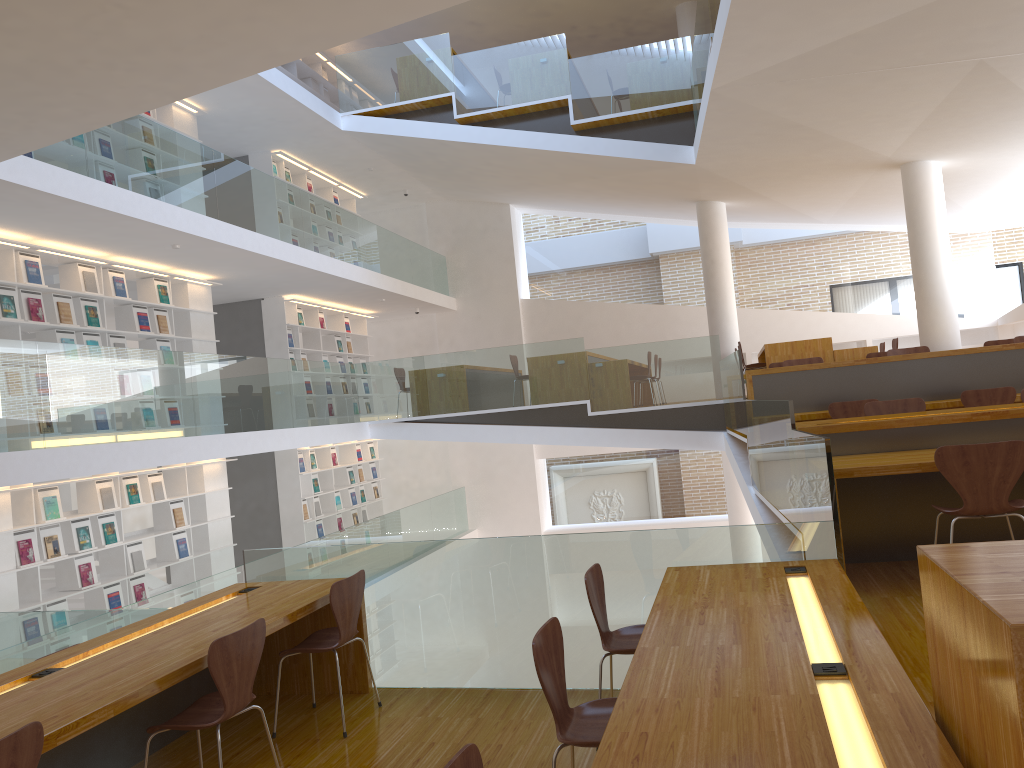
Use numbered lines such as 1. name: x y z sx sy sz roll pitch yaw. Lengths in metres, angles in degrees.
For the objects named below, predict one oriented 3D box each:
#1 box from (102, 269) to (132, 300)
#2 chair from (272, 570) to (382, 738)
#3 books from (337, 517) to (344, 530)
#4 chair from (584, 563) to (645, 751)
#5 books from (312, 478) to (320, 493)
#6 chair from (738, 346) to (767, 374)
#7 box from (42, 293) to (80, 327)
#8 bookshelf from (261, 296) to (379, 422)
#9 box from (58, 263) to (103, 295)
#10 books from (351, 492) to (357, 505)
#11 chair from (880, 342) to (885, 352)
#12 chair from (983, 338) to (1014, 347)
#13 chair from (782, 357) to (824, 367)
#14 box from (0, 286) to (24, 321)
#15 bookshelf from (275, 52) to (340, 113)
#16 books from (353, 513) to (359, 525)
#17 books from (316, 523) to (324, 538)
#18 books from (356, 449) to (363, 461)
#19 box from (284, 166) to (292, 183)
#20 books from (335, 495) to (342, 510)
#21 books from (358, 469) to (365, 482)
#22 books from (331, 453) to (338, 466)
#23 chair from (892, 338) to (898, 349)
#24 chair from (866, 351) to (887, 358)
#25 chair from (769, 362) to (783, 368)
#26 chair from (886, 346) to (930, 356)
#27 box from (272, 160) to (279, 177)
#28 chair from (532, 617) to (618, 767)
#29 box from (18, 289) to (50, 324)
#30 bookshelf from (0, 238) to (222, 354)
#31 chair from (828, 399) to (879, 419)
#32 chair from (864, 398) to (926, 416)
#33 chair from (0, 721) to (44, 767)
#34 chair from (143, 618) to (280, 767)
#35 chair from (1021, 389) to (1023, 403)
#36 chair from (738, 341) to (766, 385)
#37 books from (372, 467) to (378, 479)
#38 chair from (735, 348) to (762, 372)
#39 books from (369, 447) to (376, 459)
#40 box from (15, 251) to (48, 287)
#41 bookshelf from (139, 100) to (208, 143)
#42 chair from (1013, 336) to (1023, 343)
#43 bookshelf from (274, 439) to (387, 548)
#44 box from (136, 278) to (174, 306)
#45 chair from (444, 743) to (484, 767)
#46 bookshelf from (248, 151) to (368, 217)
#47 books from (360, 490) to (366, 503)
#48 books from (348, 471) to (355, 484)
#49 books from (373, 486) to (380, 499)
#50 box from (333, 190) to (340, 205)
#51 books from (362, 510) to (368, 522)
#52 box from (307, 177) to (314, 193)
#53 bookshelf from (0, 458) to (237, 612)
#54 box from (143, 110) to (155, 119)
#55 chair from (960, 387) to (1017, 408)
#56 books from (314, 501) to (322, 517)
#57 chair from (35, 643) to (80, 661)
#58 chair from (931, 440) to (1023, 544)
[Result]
1. box: -4.030 -0.986 8.906 0.274 0.296 0.245 -6 -2 14
2. chair: -0.915 1.282 4.287 0.381 0.693 0.428 -6 -2 14
3. books: -2.570 2.110 13.278 0.037 0.210 0.145 -6 -2 14
4. chair: 0.540 1.124 3.754 0.381 0.693 0.428 -6 -2 14
5. books: -2.794 1.453 12.647 0.037 0.210 0.145 -6 -2 14
6. chair: 3.261 -0.187 11.908 0.381 0.693 0.428 -6 -2 14
7. box: -4.186 -0.664 8.149 0.274 0.296 0.245 -6 -2 14
8. bookshelf: -2.775 -0.281 13.599 0.498 1.836 2.984 -6 -2 14
9. box: -4.132 -0.988 8.501 0.274 0.296 0.245 -6 -2 14
10. books: -2.462 1.794 13.829 0.037 0.210 0.145 -6 -2 14
11. chair: 4.819 -0.194 11.881 0.381 0.693 0.428 -6 -2 14
12. chair: 5.002 -0.102 9.027 0.428 0.693 0.381 -6 -2 14
13. chair: 2.867 0.091 8.609 0.428 0.693 0.381 -6 -2 14
14. box: -4.347 -0.670 7.507 0.274 0.296 0.245 -6 -2 14
15. bookshelf: -3.164 -4.322 13.728 0.498 1.836 2.984 -6 -2 14
16. books: -2.430 2.117 13.823 0.037 0.210 0.145 -6 -2 14
17. books: -2.729 2.101 12.635 0.037 0.210 0.145 -6 -2 14
18. books: -2.442 1.149 14.191 0.037 0.210 0.145 -6 -2 14
19. box: -3.327 -2.985 12.804 0.274 0.296 0.245 -6 -2 14
20. books: -2.602 1.783 13.289 0.037 0.210 0.145 -6 -2 14
21. books: -2.412 1.462 14.181 0.037 0.210 0.145 -6 -2 14
22. books: -2.663 1.142 13.309 0.037 0.210 0.145 -6 -2 14
23. chair: 4.583 -0.201 10.939 0.381 0.693 0.428 -6 -2 14
24. chair: 3.913 0.011 9.261 0.428 0.693 0.381 -6 -2 14
25. chair: 2.976 0.108 9.495 0.428 0.693 0.381 -6 -2 14
26. chair: 3.804 -0.007 8.374 0.428 0.693 0.381 -6 -2 14
27. box: -3.424 -2.988 12.419 0.274 0.296 0.245 -6 -2 14
28. chair: 0.303 1.117 2.811 0.381 0.693 0.428 -6 -2 14
29. box: -4.285 -0.665 7.805 0.274 0.296 0.245 -6 -2 14
30. bookshelf: -4.012 -0.318 8.689 0.498 1.836 3.666 -6 -2 14
31. chair: 2.782 0.477 7.182 0.428 0.693 0.381 -6 -2 14
32. chair: 2.584 0.450 5.849 0.428 0.693 0.381 -6 -2 14
33. chair: -1.461 1.270 2.269 0.381 0.693 0.428 -6 -2 14
34. chair: -1.152 1.274 3.345 0.381 0.693 0.428 -6 -2 14
35. chair: 3.521 0.352 5.614 0.428 0.693 0.381 -6 -2 14
36. chair: 3.025 -0.195 10.966 0.381 0.693 0.428 -6 -2 14
37. books: -2.276 1.482 14.700 0.037 0.210 0.145 -6 -2 14
38. chair: 3.389 -0.178 12.580 0.381 0.693 0.428 -6 -2 14
39. books: -2.312 1.148 14.712 0.037 0.210 0.145 -6 -2 14
40. box: -4.305 -0.994 7.812 0.274 0.296 0.245 -6 -2 14
41. bookshelf: -4.208 -2.355 8.754 0.498 1.836 3.666 -6 -2 14
42. chair: 4.863 -0.119 8.070 0.428 0.693 0.381 -6 -2 14
43. bookshelf: -2.577 1.769 13.533 0.498 1.836 2.984 -6 -2 14
44. box: -3.857 -0.980 9.596 0.274 0.296 0.245 -6 -2 14
45. chair: 0.067 1.105 1.717 0.381 0.693 0.428 -6 -2 14
46. bookshelf: -2.971 -2.317 13.664 0.498 1.836 2.984 -6 -2 14
47. books: -2.380 1.796 14.155 0.037 0.210 0.145 -6 -2 14
48. books: -2.497 1.459 13.841 0.037 0.210 0.145 -6 -2 14
49. books: -2.244 1.806 14.693 0.037 0.210 0.145 -6 -2 14
50. box: -2.938 -2.973 14.356 0.274 0.296 0.245 -6 -2 14
51. books: -2.349 2.120 14.145 0.037 0.210 0.145 -6 -2 14
52. box: -3.160 -2.982 13.461 0.274 0.296 0.245 -6 -2 14
53. bookshelf: -3.863 1.737 8.636 0.397 1.836 3.666 -6 -2 14
54. box: -4.067 -3.017 9.607 0.274 0.296 0.245 -6 -2 14
55. chair: 3.720 0.380 6.947 0.428 0.693 0.381 -6 -2 14
56. books: -2.766 1.783 12.622 0.037 0.210 0.145 -6 -2 14
57. chair: -2.181 1.730 4.602 0.381 0.693 0.428 -6 -2 14
58. chair: 2.164 0.608 4.106 0.428 0.693 0.381 -6 -2 14
